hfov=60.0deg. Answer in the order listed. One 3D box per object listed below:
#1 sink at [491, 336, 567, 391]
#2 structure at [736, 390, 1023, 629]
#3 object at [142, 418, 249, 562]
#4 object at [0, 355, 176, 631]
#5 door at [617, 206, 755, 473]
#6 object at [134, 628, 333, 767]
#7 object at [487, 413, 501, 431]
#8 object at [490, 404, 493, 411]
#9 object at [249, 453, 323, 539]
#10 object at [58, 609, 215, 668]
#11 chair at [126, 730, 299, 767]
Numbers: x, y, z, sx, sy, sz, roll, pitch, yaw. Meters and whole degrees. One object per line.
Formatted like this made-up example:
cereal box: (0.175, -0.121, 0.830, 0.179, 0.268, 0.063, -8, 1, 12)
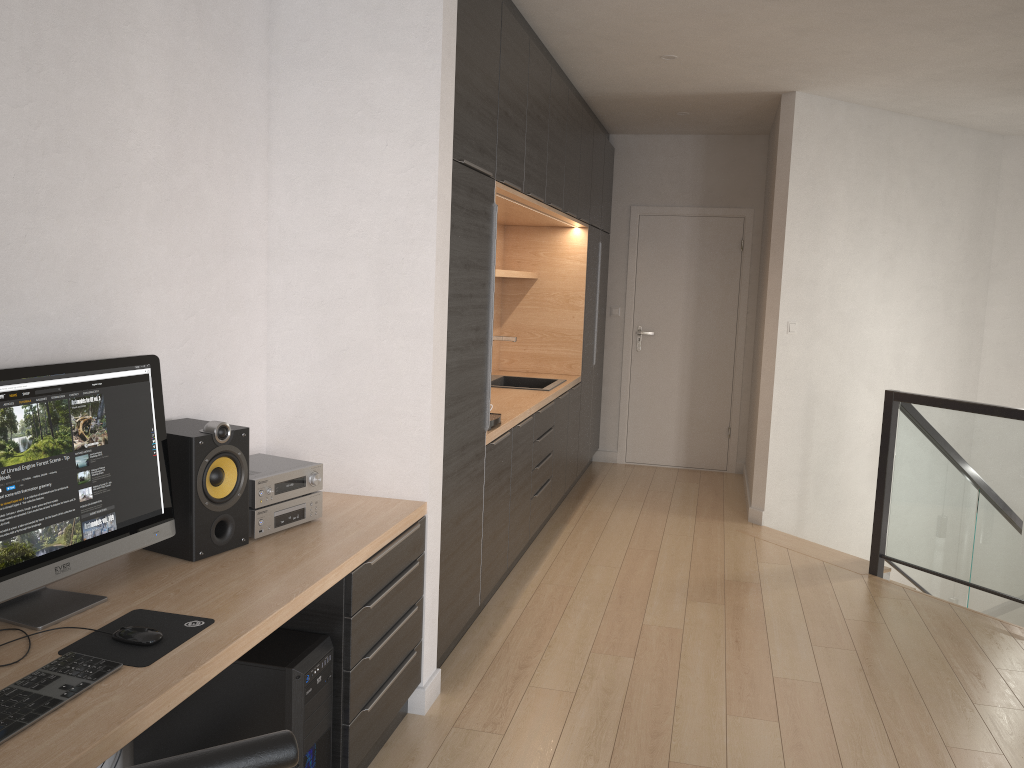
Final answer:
sink: (0.046, -0.039, 5.640, 0.512, 0.518, 0.626, 4, 7, 13)
structure: (3.647, 2.287, 4.660, 2.823, 4.339, 4.190, -2, 8, -32)
object: (-0.867, 0.265, 2.395, 0.249, 0.354, 0.198, 6, 8, 28)
object: (-1.016, 0.225, 1.911, 0.190, 0.535, 0.716, 4, 7, 18)
door: (1.398, -0.359, 7.235, 0.974, 2.136, 0.085, 4, 7, 13)
object: (-0.737, 0.940, 2.376, 0.474, 0.527, 0.215, 4, 7, 13)
object: (-0.298, -0.042, 4.143, 0.584, 0.398, 0.618, 4, 7, 13)
object: (-0.147, 0.119, 3.948, 0.099, 0.057, 0.095, 4, 7, 16)
object: (-0.753, 0.329, 2.644, 0.270, 0.174, 0.285, 6, 8, 28)
object: (-0.760, 0.515, 1.813, 0.200, 0.002, 0.250, 4, 7, 13)
chair: (-0.627, 0.853, 1.165, 0.664, 0.991, 0.699, -1, 8, -26)
